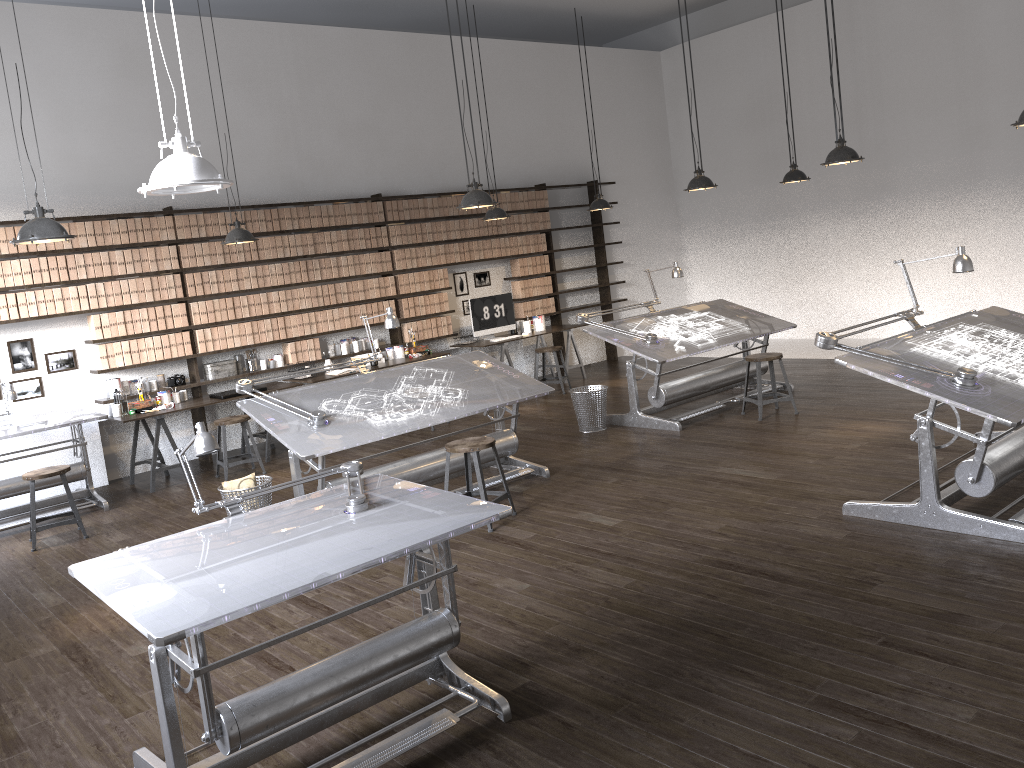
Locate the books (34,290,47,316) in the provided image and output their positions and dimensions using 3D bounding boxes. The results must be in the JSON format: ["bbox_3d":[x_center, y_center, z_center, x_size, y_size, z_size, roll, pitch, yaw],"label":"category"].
[{"bbox_3d":[-4.087,-0.694,7.650,0.067,0.224,0.174,-12,8,-39],"label":"books"}]

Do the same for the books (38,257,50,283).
[{"bbox_3d":[-4.068,-0.977,7.665,0.067,0.224,0.174,-12,8,-39],"label":"books"}]

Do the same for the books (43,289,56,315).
[{"bbox_3d":[-4.033,-0.708,7.695,0.067,0.224,0.174,-12,8,-39],"label":"books"}]

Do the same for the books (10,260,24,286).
[{"bbox_3d":[-4.225,-0.938,7.531,0.067,0.224,0.174,-12,8,-39],"label":"books"}]

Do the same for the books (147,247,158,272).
[{"bbox_3d":[-3.373,-1.151,8.246,0.067,0.224,0.174,-12,8,-39],"label":"books"}]

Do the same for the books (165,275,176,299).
[{"bbox_3d":[-3.245,-0.912,8.355,0.067,0.224,0.174,-12,8,-39],"label":"books"}]

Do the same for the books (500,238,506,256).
[{"bbox_3d":[-0.164,-1.684,10.952,0.067,0.224,0.174,-12,8,-39],"label":"books"}]

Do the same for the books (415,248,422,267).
[{"bbox_3d":[-1.120,-1.446,10.155,0.067,0.224,0.174,-12,8,-39],"label":"books"}]

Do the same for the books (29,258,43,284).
[{"bbox_3d":[-4.113,-0.965,7.621,0.067,0.224,0.174,-12,8,-39],"label":"books"}]

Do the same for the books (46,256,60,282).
[{"bbox_3d":[-4.013,-0.992,7.715,0.067,0.224,0.174,-12,8,-39],"label":"books"}]

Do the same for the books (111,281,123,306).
[{"bbox_3d":[-3.611,-0.821,8.050,0.067,0.224,0.174,-12,8,-39],"label":"books"}]

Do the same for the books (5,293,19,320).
[{"bbox_3d":[-4.247,-0.653,7.508,0.067,0.224,0.174,-12,8,-39],"label":"books"}]

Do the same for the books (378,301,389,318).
[{"bbox_3d":[-1.436,-0.811,9.877,0.067,0.224,0.174,-12,8,-39],"label":"books"}]

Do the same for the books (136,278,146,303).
[{"bbox_3d":[-3.455,-0.860,8.181,0.067,0.224,0.174,-12,8,-39],"label":"books"}]

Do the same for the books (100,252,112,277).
[{"bbox_3d":[-3.684,-1.073,7.983,0.067,0.224,0.174,-12,8,-39],"label":"books"}]

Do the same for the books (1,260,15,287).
[{"bbox_3d":[-4.280,-0.925,7.490,0.067,0.224,0.174,-12,8,-39],"label":"books"}]

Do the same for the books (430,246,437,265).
[{"bbox_3d":[-0.957,-1.486,10.288,0.067,0.224,0.174,-12,8,-39],"label":"books"}]

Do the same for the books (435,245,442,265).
[{"bbox_3d":[-0.910,-1.498,10.329,0.067,0.224,0.174,-12,8,-39],"label":"books"}]

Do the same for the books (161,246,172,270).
[{"bbox_3d":[-3.277,-1.176,8.331,0.067,0.224,0.174,-12,8,-39],"label":"books"}]

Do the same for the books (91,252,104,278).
[{"bbox_3d":[-3.739,-1.060,7.945,0.067,0.224,0.174,-12,8,-39],"label":"books"}]

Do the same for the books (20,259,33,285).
[{"bbox_3d":[-4.168,-0.951,7.575,0.067,0.224,0.174,-12,8,-39],"label":"books"}]

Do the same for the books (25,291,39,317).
[{"bbox_3d":[-4.137,-0.681,7.602,0.067,0.224,0.174,-12,8,-39],"label":"books"}]

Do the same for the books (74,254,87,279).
[{"bbox_3d":[-3.843,-1.033,7.851,0.067,0.224,0.174,-12,8,-39],"label":"books"}]

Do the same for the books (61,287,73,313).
[{"bbox_3d":[-3.931,-0.733,7.780,0.067,0.224,0.174,-12,8,-39],"label":"books"}]

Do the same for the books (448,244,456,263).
[{"bbox_3d":[-0.756,-1.537,10.461,0.067,0.224,0.174,-12,8,-39],"label":"books"}]

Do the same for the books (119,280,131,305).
[{"bbox_3d":[-3.555,-0.834,8.092,0.067,0.224,0.174,-12,8,-39],"label":"books"}]

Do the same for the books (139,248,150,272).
[{"bbox_3d":[-3.430,-1.138,8.207,0.067,0.224,0.174,-12,8,-39],"label":"books"}]

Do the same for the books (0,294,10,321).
[{"bbox_3d":[-4.307,-0.639,7.465,0.067,0.224,0.174,-12,8,-39],"label":"books"}]

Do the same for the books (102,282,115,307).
[{"bbox_3d":[-3.665,-0.808,8.007,0.067,0.224,0.174,-12,8,-39],"label":"books"}]

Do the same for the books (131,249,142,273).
[{"bbox_3d":[-3.482,-1.125,8.161,0.067,0.224,0.174,-12,8,-39],"label":"books"}]

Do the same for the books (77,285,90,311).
[{"bbox_3d":[-3.827,-0.759,7.863,0.067,0.224,0.174,-12,8,-39],"label":"books"}]

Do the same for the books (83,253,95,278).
[{"bbox_3d":[-3.792,-1.047,7.900,0.067,0.224,0.174,-12,8,-39],"label":"books"}]

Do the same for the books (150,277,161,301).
[{"bbox_3d":[-3.355,-0.885,8.268,0.067,0.224,0.174,-12,8,-39],"label":"books"}]

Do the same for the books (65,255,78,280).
[{"bbox_3d":[-3.900,-1.020,7.810,0.067,0.224,0.174,-12,8,-39],"label":"books"}]

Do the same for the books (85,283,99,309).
[{"bbox_3d":[-3.767,-0.780,7.911,0.067,0.224,0.174,-12,8,-39],"label":"books"}]

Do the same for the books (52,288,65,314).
[{"bbox_3d":[-3.978,-0.720,7.734,0.067,0.224,0.174,-12,8,-39],"label":"books"}]

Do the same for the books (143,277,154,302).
[{"bbox_3d":[-3.402,-0.872,8.220,0.067,0.224,0.174,-12,8,-39],"label":"books"}]

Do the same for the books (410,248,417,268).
[{"bbox_3d":[-1.170,-1.432,10.108,0.067,0.224,0.174,-12,8,-39],"label":"books"}]

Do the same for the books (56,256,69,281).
[{"bbox_3d":[-3.953,-1.006,7.758,0.067,0.224,0.174,-12,8,-39],"label":"books"}]

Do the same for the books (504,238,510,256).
[{"bbox_3d":[-0.112,-1.698,11.001,0.067,0.224,0.174,-12,8,-39],"label":"books"}]

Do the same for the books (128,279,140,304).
[{"bbox_3d":[-3.502,-0.848,8.140,0.067,0.224,0.174,-12,8,-39],"label":"books"}]

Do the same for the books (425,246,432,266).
[{"bbox_3d":[-1.010,-1.472,10.240,0.067,0.224,0.174,-12,8,-39],"label":"books"}]

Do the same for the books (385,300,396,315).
[{"bbox_3d":[-1.379,-0.825,9.929,0.067,0.224,0.174,-12,8,-39],"label":"books"}]

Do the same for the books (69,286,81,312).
[{"bbox_3d":[-3.882,-0.745,7.819,0.067,0.224,0.174,-12,8,-39],"label":"books"}]

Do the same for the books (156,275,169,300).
[{"bbox_3d":[-3.301,-0.899,8.313,0.067,0.224,0.174,-12,8,-39],"label":"books"}]

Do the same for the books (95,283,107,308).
[{"bbox_3d":[-3.715,-0.794,7.960,0.067,0.224,0.174,-12,8,-39],"label":"books"}]

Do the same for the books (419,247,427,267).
[{"bbox_3d":[-1.066,-1.459,10.198,0.067,0.224,0.174,-12,8,-39],"label":"books"}]

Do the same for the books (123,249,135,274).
[{"bbox_3d":[-3.532,-1.111,8.113,0.067,0.224,0.174,-12,8,-39],"label":"books"}]

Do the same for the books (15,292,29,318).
[{"bbox_3d":[-4.194,-0.667,7.560,0.067,0.224,0.174,-12,8,-39],"label":"books"}]

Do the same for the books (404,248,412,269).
[{"bbox_3d":[-1.222,-1.418,10.059,0.067,0.224,0.174,-12,8,-39],"label":"books"}]

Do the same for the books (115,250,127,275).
[{"bbox_3d":[-3.588,-1.097,8.068,0.067,0.224,0.174,-12,8,-39],"label":"books"}]

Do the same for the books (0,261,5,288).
[{"bbox_3d":[-4.331,-0.911,7.444,0.067,0.224,0.174,-12,8,-39],"label":"books"}]

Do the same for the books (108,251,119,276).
[{"bbox_3d":[-3.637,-1.086,8.030,0.067,0.224,0.174,-12,8,-39],"label":"books"}]

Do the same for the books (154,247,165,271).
[{"bbox_3d":[-3.326,-1.164,8.292,0.067,0.224,0.174,-12,8,-39],"label":"books"}]

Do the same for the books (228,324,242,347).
[{"bbox_3d":[-2.758,-0.479,8.764,0.067,0.224,0.174,-12,8,-39],"label":"books"}]
